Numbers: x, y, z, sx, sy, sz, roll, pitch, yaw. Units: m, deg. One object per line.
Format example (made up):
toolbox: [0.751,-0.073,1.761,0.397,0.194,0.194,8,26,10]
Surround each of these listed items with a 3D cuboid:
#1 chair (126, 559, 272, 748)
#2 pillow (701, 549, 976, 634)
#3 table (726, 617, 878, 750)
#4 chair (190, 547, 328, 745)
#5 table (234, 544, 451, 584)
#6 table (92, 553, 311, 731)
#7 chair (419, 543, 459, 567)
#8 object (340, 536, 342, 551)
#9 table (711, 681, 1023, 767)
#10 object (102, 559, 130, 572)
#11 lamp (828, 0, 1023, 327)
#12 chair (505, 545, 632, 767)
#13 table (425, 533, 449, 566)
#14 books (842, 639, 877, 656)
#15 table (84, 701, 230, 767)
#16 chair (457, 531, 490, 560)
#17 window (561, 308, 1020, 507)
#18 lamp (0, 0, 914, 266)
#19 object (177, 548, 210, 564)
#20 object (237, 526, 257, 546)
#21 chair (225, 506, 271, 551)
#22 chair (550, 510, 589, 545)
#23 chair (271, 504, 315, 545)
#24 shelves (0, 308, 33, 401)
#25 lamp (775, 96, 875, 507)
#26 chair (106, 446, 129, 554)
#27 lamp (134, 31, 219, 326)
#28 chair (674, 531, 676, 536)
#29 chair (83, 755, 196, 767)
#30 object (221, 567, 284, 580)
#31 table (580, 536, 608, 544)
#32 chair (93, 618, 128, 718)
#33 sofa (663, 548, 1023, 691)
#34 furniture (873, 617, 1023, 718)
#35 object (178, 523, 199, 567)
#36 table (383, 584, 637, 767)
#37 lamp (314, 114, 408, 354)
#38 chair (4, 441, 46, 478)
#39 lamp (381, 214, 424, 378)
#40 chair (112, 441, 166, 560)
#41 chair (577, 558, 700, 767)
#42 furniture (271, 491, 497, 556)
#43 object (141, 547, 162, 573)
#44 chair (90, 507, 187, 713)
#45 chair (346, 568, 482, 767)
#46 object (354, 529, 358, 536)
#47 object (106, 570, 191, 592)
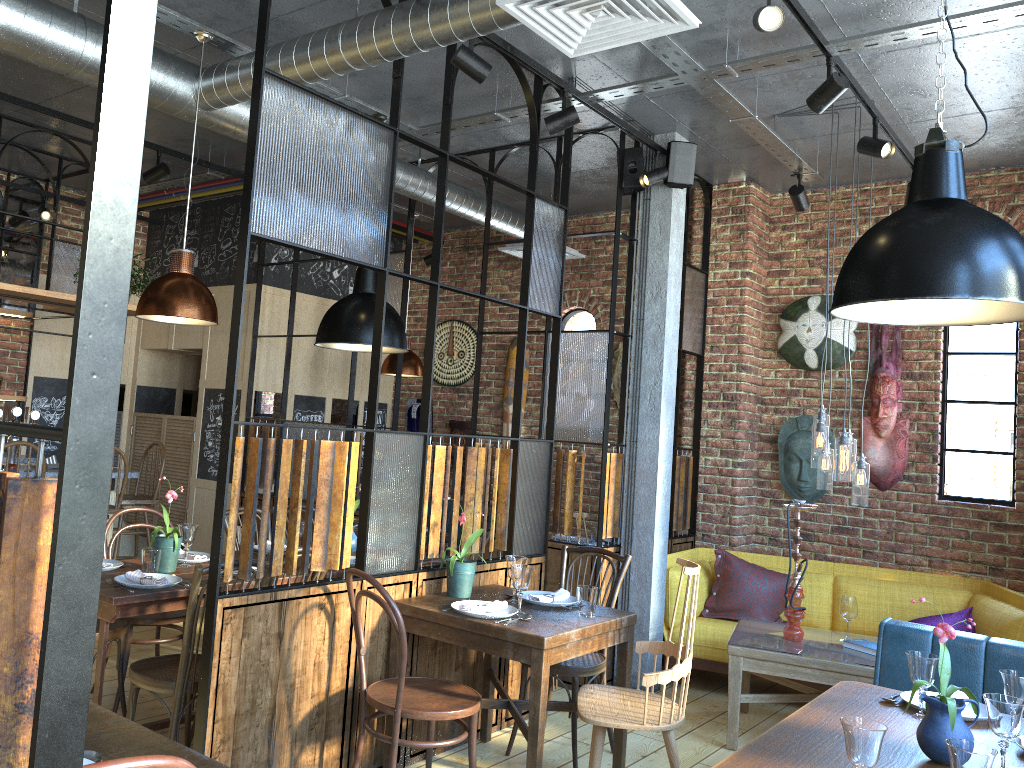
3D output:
chair: [-1.232,1.100,3.399,0.546,0.916,0.386,0,-5,41]
pillow: [1.957,1.309,5.367,1.553,0.454,0.385,2,-4,26]
table: [1.596,1.562,4.421,0.968,0.509,0.724,3,-4,22]
chair: [-1.089,1.133,3.829,0.546,0.916,0.386,0,-5,41]
table: [-0.923,1.297,4.815,0.762,0.728,0.982,1,-4,36]
table: [-1.552,1.205,3.943,0.762,0.728,0.982,1,-4,36]
chair: [-0.534,1.196,4.258,0.418,0.922,0.574,7,-5,-37]
object: [-0.945,0.862,4.675,0.087,0.120,0.081,2,-4,19]
table: [1.085,1.333,2.283,0.861,0.662,1.467,1,-4,36]
object: [-1.872,0.790,3.888,0.282,0.051,0.309,1,-4,40]
lamp: [1.204,-0.853,2.475,0.505,1.328,0.552,7,-5,-36]
chair: [0.271,1.244,4.119,0.423,0.916,0.498,1,-5,31]
table: [-0.988,1.477,7.052,0.778,0.604,0.709,1,-4,37]
books: [1.790,1.301,4.320,0.154,0.028,0.284,6,-4,-30]
table: [-1.114,1.116,1.740,0.785,0.728,0.715,1,-5,37]
chair: [-0.434,1.228,4.732,0.539,0.916,0.391,2,-4,22]
window: [2.101,-0.232,3.198,3.453,2.433,8.484,4,-3,1]
lamp: [-1.826,-1.467,4.789,6.556,0.274,6.886,2,-4,37]
object: [-1.591,0.830,4.269,0.282,0.051,0.309,1,-4,40]
object: [-1.273,0.778,4.196,0.094,0.192,0.102,6,-5,-33]
chair: [-1.375,1.173,4.927,0.545,0.916,0.386,1,-5,36]
chair: [0.342,1.288,5.499,0.555,1.007,0.434,2,-4,23]
chair: [-1.184,1.205,5.279,0.546,0.916,0.386,0,-5,41]
shelves: [-4.807,-0.316,6.743,0.632,0.747,2.019,1,-4,36]
lamp: [1.646,-0.443,4.700,0.277,2.122,0.522,6,-5,-29]
chair: [-2.878,0.987,5.917,0.432,1.197,0.414,0,-5,41]
lamp: [-1.473,-0.951,4.037,0.375,1.336,0.361,3,-4,9]
chair: [0.958,1.418,6.419,0.527,0.922,0.456,6,-5,-31]
chair: [-0.808,1.027,1.511,0.418,0.922,0.574,7,-5,-37]
object: [-1.213,0.845,4.047,0.282,0.051,0.309,1,-4,40]
table: [0.589,1.466,5.970,0.785,0.728,0.715,1,-5,37]
chair: [-2.033,1.078,4.037,0.532,0.916,0.396,3,-4,12]
sofa: [1.937,1.506,5.315,2.063,0.764,0.762,3,-4,22]
furniture: [1.313,1.258,2.110,1.429,0.823,2.489,1,-4,36]
object: [-1.525,0.756,4.130,0.097,0.192,0.099,4,-4,-6]
table: [-0.008,1.300,3.682,0.785,0.728,0.715,1,-5,37]
lamp: [-0.799,-0.858,4.967,0.504,1.328,0.554,7,-5,-41]
chair: [-3.207,0.939,5.461,0.430,1.197,0.416,1,-5,31]
lamp: [-0.851,-0.732,7.242,0.384,1.336,0.352,1,-5,29]
chair: [-2.923,1.028,6.730,0.392,1.197,0.455,8,-6,-44]
chair: [0.483,1.183,3.402,0.458,1.007,0.527,3,-4,8]
furniture: [-1.063,1.379,7.389,1.510,0.823,1.421,1,-4,37]
object: [-1.558,0.771,3.801,0.084,0.120,0.084,4,-4,-1]
chair: [-1.841,1.114,4.445,0.418,0.922,0.574,7,-5,-37]
chair: [-0.378,1.154,3.303,0.527,0.922,0.456,6,-5,-31]
object: [-0.870,0.884,4.989,0.087,0.120,0.081,2,-4,19]
object: [-1.488,0.803,3.645,0.282,0.051,0.309,1,-4,40]
